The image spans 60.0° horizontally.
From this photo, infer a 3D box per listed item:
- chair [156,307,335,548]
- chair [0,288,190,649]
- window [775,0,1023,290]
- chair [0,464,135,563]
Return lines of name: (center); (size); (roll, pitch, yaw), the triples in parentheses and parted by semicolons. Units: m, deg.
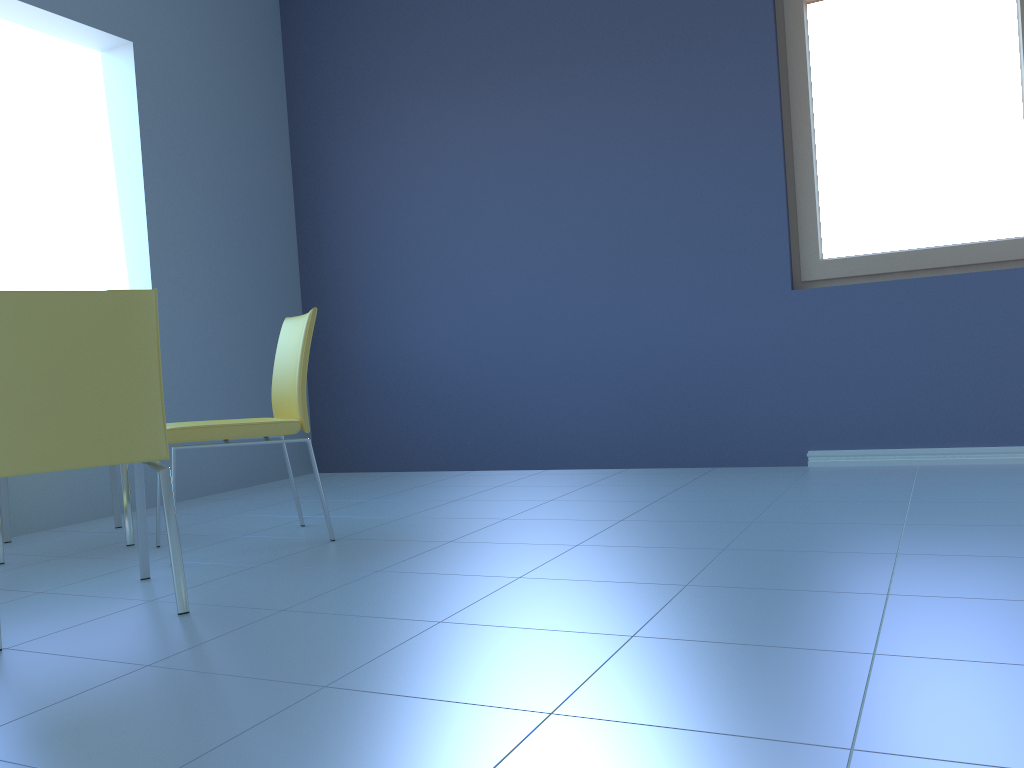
chair: (-0.832, 0.138, 2.702); (0.484, 0.699, 0.387); (-5, 1, -28)
chair: (-0.992, 0.160, 1.982); (0.387, 0.695, 0.484); (-5, 1, -33)
window: (1.769, -1.052, 3.292); (1.475, 1.263, 0.142); (-4, 1, 26)
chair: (-1.504, 0.180, 2.935); (0.387, 0.695, 0.484); (-5, 1, -28)
